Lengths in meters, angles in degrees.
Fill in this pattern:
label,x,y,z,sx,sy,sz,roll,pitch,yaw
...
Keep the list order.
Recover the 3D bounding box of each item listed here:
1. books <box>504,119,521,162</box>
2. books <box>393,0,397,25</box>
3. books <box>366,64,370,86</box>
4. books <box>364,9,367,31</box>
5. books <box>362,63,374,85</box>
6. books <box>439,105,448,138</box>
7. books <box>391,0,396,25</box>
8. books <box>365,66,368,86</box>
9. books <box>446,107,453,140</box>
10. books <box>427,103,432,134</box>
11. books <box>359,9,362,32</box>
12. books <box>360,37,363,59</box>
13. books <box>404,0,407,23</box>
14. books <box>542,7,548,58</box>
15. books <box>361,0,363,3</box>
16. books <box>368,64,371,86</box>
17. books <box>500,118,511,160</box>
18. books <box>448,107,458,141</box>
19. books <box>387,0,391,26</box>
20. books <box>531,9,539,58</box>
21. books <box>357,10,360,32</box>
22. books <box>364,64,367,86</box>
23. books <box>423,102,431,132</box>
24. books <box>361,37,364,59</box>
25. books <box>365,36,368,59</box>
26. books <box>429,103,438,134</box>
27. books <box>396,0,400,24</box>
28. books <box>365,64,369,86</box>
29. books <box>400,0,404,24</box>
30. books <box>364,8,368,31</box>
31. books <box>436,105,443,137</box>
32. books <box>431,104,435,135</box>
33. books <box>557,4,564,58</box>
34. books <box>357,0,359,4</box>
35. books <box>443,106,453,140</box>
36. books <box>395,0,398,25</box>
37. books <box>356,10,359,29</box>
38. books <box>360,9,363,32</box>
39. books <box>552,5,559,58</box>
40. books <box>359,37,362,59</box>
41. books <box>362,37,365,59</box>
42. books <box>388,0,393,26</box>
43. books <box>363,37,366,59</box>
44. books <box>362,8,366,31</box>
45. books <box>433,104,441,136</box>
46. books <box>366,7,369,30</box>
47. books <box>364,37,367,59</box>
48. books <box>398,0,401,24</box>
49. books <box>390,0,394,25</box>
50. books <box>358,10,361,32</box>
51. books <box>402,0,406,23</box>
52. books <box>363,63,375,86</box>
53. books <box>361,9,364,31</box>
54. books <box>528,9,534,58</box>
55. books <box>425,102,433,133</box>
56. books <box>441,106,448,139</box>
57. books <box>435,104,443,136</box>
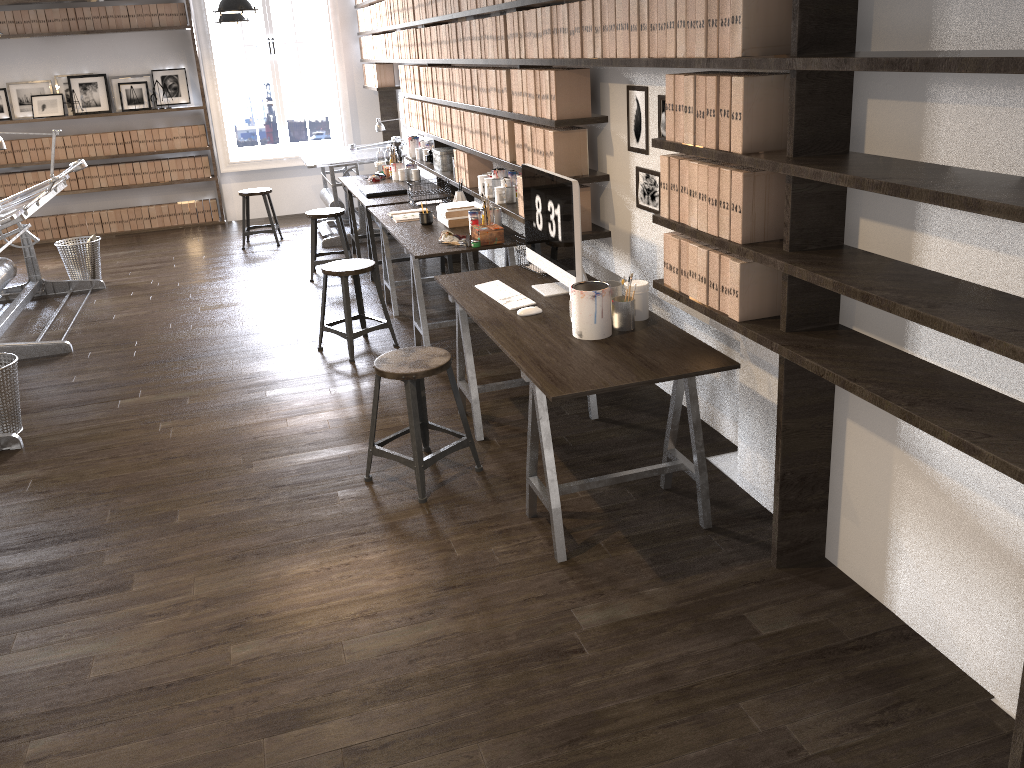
label,x,y,z,sx,sy,sz,roll,pitch,yaw
books,0.054,-1.358,4.921,0.175,0.222,0.067,-9,20,-15
books,-0.900,-3.139,7.455,0.175,0.222,0.067,-9,20,-15
books,-1.436,-3.265,9.357,0.175,0.222,0.067,-9,20,-15
books,-1.403,-3.703,8.994,0.175,0.222,0.067,-9,20,-15
books,-1.533,-3.383,9.678,0.175,0.222,0.067,-9,20,-15
books,-0.426,-1.902,6.408,0.175,0.222,0.067,-9,20,-15
books,-0.925,-3.162,7.519,0.175,0.222,0.067,-9,20,-15
books,-1.472,-3.311,9.482,0.175,0.222,0.067,-9,20,-15
books,-0.363,-1.831,6.214,0.175,0.222,0.067,-9,20,-15
books,-0.547,-2.039,6.781,0.175,0.222,0.067,-9,20,-15
books,-1.503,-3.822,9.303,0.175,0.222,0.067,-9,20,-15
books,-1.532,-3.620,9.533,0.175,0.222,0.067,-9,20,-15
books,-0.756,-2.979,7.018,0.175,0.222,0.067,-9,20,-15
books,0.234,-1.630,4.101,0.175,0.222,0.067,-9,20,-15
books,-1.458,-4.008,9.022,0.175,0.222,0.067,-9,20,-15
books,-1.411,-3.241,9.292,0.175,0.222,0.067,-9,20,-15
books,0.029,-1.384,4.992,0.175,0.222,0.068,-9,20,-15
books,-0.346,-1.805,6.144,0.175,0.222,0.068,-9,20,-15
books,-0.985,-3.236,7.721,0.175,0.222,0.067,-9,20,-15
books,0.190,-1.674,4.224,0.175,0.222,0.068,-9,20,-15
books,-1.546,-3.866,9.425,0.175,0.222,0.068,-9,20,-15
books,-1.489,-3.333,9.542,0.175,0.222,0.067,-9,20,-15
books,-0.596,-2.085,6.909,0.175,0.222,0.067,-9,20,-15
books,-1.511,-3.596,9.469,0.175,0.222,0.067,-9,20,-15
books,-1.424,-3.499,9.204,0.175,0.222,0.067,-9,20,-15
books,-0.528,-2.015,6.717,0.175,0.222,0.067,-9,20,-15
books,-0.864,-3.092,7.328,0.175,0.222,0.068,-9,20,-15
books,-1.457,-3.289,9.423,0.175,0.222,0.068,-9,20,-15
books,-0.803,-3.025,7.144,0.175,0.222,0.068,-9,20,-15
books,-1.385,-3.678,8.928,0.175,0.222,0.067,-9,20,-15
books,-0.452,-1.924,6.468,0.175,0.222,0.068,-9,20,-15
books,-0.511,-1.991,6.652,0.175,0.222,0.068,-9,20,-15
books,0.296,-1.562,3.915,0.175,0.222,0.067,-9,20,-15
books,-1.542,-4.103,9.279,0.175,0.222,0.067,-9,20,-15
books,-0.388,-1.854,6.278,0.175,0.222,0.067,-9,20,-15
books,-0.879,-3.116,7.391,0.175,0.222,0.067,-9,20,-15
books,-1.563,-3.890,9.490,0.175,0.222,0.067,-9,20,-15
books,-1.487,-3.799,9.241,0.175,0.222,0.068,-9,20,-15
books,0.274,-1.585,3.979,0.175,0.222,0.067,-9,20,-15
books,-1.557,-3.641,9.593,0.175,0.222,0.068,-9,20,-15
books,-1.494,-3.572,9.403,0.175,0.222,0.067,-9,20,-15
books,-0.969,-3.211,7.652,0.175,0.222,0.068,-9,20,-15
books,-1.468,-3.549,9.339,0.175,0.222,0.067,-9,20,-15
books,-1.441,-3.753,9.116,0.175,0.222,0.067,-9,20,-15
books,-0.487,-1.967,6.587,0.175,0.222,0.067,-9,20,-15
books,-1.363,-3.654,8.862,0.175,0.222,0.068,-9,20,-15
books,-1.451,-3.523,9.270,0.175,0.222,0.068,-9,20,-15
books,-0.840,-3.071,7.268,0.175,0.222,0.067,-9,20,-15
books,-0.941,-3.187,7.585,0.175,0.222,0.067,-9,20,-15
books,-1.523,-3.842,9.360,0.175,0.222,0.067,-9,20,-15
books,-0.779,-3.002,7.081,0.175,0.222,0.067,-9,20,-15
books,-1.516,-3.357,9.608,0.175,0.222,0.068,-9,20,-15
books,-1.462,-3.777,9.181,0.175,0.222,0.067,-9,20,-15
books,0.173,-1.698,4.289,0.175,0.222,0.067,-9,20,-15
books,-0.571,-2.062,6.844,0.175,0.222,0.067,-9,20,-15
books,-0.405,-1.879,6.343,0.175,0.222,0.067,-9,20,-15
books,-0.467,-1.947,6.530,0.175,0.222,0.067,-9,20,-15
